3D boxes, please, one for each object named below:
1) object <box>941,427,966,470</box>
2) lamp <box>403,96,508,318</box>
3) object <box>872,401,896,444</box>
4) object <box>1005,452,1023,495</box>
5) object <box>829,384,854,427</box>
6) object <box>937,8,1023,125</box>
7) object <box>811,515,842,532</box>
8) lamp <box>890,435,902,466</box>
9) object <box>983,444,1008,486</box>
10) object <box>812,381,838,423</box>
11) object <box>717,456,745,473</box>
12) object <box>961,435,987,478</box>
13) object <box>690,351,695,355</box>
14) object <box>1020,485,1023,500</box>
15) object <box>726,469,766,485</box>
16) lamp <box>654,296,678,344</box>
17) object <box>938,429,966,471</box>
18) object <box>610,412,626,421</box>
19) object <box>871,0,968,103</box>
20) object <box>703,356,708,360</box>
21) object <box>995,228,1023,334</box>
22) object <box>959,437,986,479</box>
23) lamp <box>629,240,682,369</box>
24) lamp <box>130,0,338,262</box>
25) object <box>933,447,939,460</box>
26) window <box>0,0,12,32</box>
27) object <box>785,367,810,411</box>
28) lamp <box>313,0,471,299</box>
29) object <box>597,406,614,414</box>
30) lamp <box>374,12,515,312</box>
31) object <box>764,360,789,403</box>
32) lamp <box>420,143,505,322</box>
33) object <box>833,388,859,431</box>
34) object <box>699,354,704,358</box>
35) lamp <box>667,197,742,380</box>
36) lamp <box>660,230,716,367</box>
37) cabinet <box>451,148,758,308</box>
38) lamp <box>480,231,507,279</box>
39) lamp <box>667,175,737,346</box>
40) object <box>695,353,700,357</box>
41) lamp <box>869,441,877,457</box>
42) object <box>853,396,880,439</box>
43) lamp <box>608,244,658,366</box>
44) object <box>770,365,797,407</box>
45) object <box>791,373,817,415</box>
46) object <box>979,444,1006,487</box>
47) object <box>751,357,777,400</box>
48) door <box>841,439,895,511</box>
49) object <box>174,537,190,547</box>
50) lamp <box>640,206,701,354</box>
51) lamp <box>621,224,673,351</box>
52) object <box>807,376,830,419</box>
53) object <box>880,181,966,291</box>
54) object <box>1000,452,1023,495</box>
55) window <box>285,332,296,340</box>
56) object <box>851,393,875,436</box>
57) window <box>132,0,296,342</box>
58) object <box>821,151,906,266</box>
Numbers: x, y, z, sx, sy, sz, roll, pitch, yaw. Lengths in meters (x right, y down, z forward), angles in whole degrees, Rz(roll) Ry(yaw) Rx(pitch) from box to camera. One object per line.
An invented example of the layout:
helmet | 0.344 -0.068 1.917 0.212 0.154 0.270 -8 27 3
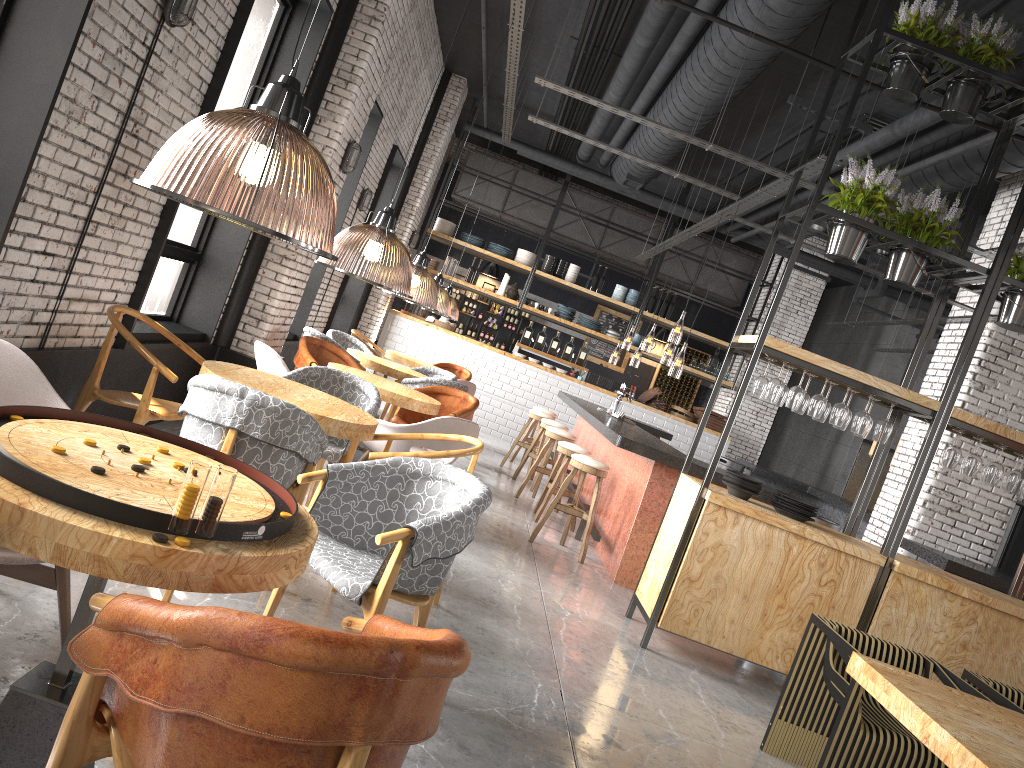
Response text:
object | 2.760 0.399 5.520 0.101 0.267 0.101 21 1 12
lamp | -0.464 -1.906 9.284 0.538 2.405 0.535 22 2 40
object | 2.324 0.235 5.504 0.101 0.267 0.100 21 2 29
object | 3.165 0.552 5.536 0.101 0.267 0.101 21 1 12
object | 2.048 0.131 5.493 0.100 0.267 0.101 20 2 -39
object | 2.933 -1.962 5.651 0.415 0.559 0.469 20 2 -23
object | 2.225 1.524 6.975 0.401 1.035 0.396 22 2 33
lamp | 4.916 0.362 10.736 0.127 1.606 0.127 21 1 -2
object | 3.027 0.500 5.530 0.101 0.267 0.101 21 1 12
object | 2.041 0.116 5.779 0.100 0.267 0.101 20 2 -39
object | 2.855 1.539 12.220 0.401 1.035 0.396 22 2 33
object | 2.889 0.448 5.525 0.101 0.267 0.101 21 1 12
object | 3.635 -0.621 17.781 0.079 0.079 0.284 21 2 -2
object | 3.433 0.641 5.832 0.101 0.267 0.101 21 1 12
object | 1.474 0.615 5.634 0.258 0.076 0.256 22 3 35
lamp | 3.120 -1.310 17.727 0.390 0.937 0.390 21 1 0
object | 2.882 0.433 5.811 0.101 0.267 0.101 21 1 12
object | 1.231 0.351 10.265 0.090 0.091 0.178 20 2 -27
object | 2.570 -2.100 5.656 0.466 0.559 0.417 20 2 -15
object | 3.899 -0.522 17.814 0.079 0.079 0.284 21 2 -2
object | 3.320 -0.619 5.698 0.469 0.559 0.415 22 2 37
object | 3.019 0.485 5.816 0.101 0.267 0.101 21 1 12
lamp | 1.624 -0.934 9.789 0.108 1.598 0.109 20 1 -21
lamp | -0.283 -1.538 2.261 0.538 2.405 0.535 22 2 40
object | 2.752 0.384 5.806 0.101 0.267 0.101 21 1 12
window | -1.959 -1.444 2.808 0.365 2.696 1.536 21 1 -2
object | 1.773 0.027 5.483 0.100 0.267 0.101 20 2 -39
lamp | -0.342 -1.658 4.551 0.538 2.405 0.535 22 2 40
object | 1.132 0.271 11.088 0.200 0.106 0.767 21 2 -2
lamp | -0.403 -1.782 6.917 0.538 2.405 0.535 22 2 40
object | 1.643 -0.022 5.478 0.100 0.267 0.101 20 2 -39
lamp | -0.524 -2.027 11.600 0.538 2.405 0.535 22 2 40
object | 2.179 0.168 5.785 0.100 0.267 0.101 20 2 -39
object | 3.810 -0.556 17.826 0.079 0.079 0.284 21 2 -2
lamp | 1.621 -0.800 7.355 0.109 1.598 0.108 21 1 30
lamp | 1.718 -0.863 8.473 0.108 1.461 0.109 20 1 -31
cabinet | 1.614 -2.590 17.101 5.862 1.768 0.682 21 1 -2
lamp | -0.290 -2.597 17.631 0.390 0.937 0.390 21 1 0
lamp | 1.713 -1.107 7.888 0.109 1.598 0.108 21 1 30
object | 3.723 -0.588 17.788 0.079 0.079 0.284 21 2 -2
lamp | 4.910 0.299 11.385 0.127 1.546 0.127 21 1 -2
object | 2.316 0.220 5.790 0.101 0.267 0.100 21 2 29
lamp | 1.526 -0.993 11.029 0.109 1.598 0.108 21 1 30
object | 1.765 0.012 5.769 0.100 0.267 0.101 20 2 -39
object | 1.903 0.064 5.774 0.100 0.267 0.101 20 2 -39
object | 3.157 0.537 5.822 0.101 0.267 0.101 21 1 12
object | 1.636 -0.037 5.764 0.100 0.267 0.101 20 2 -39
door | 6.164 2.087 15.409 1.119 2.102 0.158 21 1 -2
object | -0.681 0.326 1.833 0.032 0.010 0.032 19 3 -42
lamp | 1.647 -1.077 9.086 0.109 1.598 0.108 21 1 30
lamp | 1.612 -1.148 10.436 0.109 1.598 0.108 21 1 30
object | 1.910 0.079 5.488 0.100 0.267 0.101 20 2 -39
object | 2.585 -0.897 5.701 0.466 0.559 0.417 20 2 -26
object | 3.295 0.589 5.827 0.101 0.267 0.101 21 1 12
window | -2.124 -1.779 9.201 0.365 2.696 1.536 21 1 -2
object | 2.186 0.183 5.499 0.100 0.267 0.101 20 2 -39
window | -2.041 -1.611 6.004 0.365 2.696 1.536 21 1 -2
object | 2.174 -1.049 5.604 0.469 0.559 0.415 22 2 38
